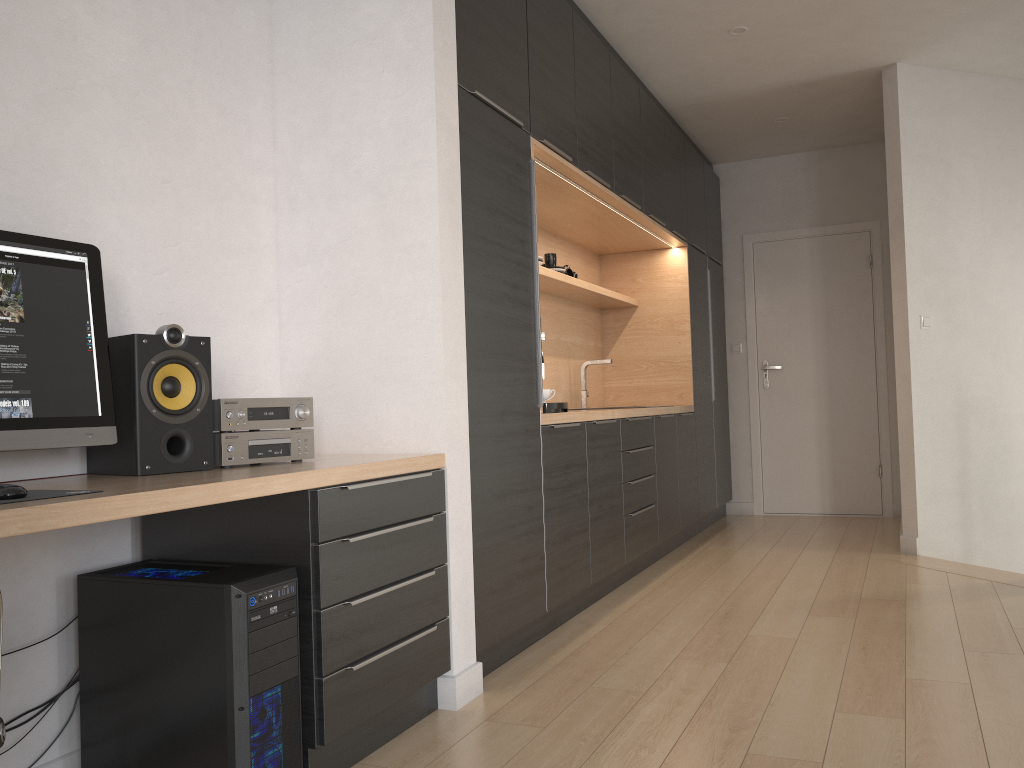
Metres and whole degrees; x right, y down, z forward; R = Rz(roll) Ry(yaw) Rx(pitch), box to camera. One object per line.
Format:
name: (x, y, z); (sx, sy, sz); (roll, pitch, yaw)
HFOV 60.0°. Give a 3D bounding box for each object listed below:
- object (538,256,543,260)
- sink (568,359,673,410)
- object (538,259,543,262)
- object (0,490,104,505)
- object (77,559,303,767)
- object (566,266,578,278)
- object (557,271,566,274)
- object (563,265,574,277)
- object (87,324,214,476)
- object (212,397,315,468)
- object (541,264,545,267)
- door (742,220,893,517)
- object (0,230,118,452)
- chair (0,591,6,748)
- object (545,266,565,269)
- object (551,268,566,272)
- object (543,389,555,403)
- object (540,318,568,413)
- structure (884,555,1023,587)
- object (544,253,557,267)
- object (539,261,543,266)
object: (0.081, -0.604, 4.350); (0.145, 0.025, 0.145); (-2, -2, 10)
sink: (0.623, 0.111, 5.204); (0.512, 0.518, 0.626); (-3, -2, 24)
object: (0.081, -0.590, 4.353); (0.145, 0.025, 0.145); (-2, -2, 10)
object: (-0.884, 0.199, 1.553); (0.200, 0.002, 0.250); (-3, -2, 24)
object: (-0.731, 0.693, 2.032); (0.474, 0.527, 0.215); (-3, -2, 24)
object: (0.320, -0.620, 4.990); (0.100, 0.093, 0.066); (-3, -2, 34)
object: (0.211, -0.575, 4.687); (0.145, 0.025, 0.145); (-3, -2, 37)
object: (0.288, -0.615, 4.936); (0.100, 0.093, 0.066); (-3, -2, 39)
object: (-0.888, 0.039, 2.176); (0.249, 0.354, 0.198); (-3, -2, 39)
object: (-0.725, 0.128, 2.387); (0.270, 0.174, 0.285); (-3, -2, 39)
object: (0.184, -0.604, 4.832); (0.084, 0.092, 0.066); (-3, -2, 30)
door: (2.242, -0.093, 6.550); (0.974, 2.136, 0.085); (-3, -2, 24)
object: (-1.131, -0.054, 1.739); (0.190, 0.535, 0.716); (-3, -2, 29)
chair: (-0.863, 0.434, 0.849); (0.664, 0.991, 0.699); (-2, -2, -15)
object: (0.210, -0.599, 4.688); (0.145, 0.025, 0.145); (-3, -2, 37)
object: (0.213, -0.587, 4.689); (0.145, 0.025, 0.145); (-3, -2, 37)
object: (0.113, 0.052, 3.572); (0.099, 0.057, 0.095); (-3, -2, 27)
object: (-0.005, -0.069, 3.814); (0.584, 0.398, 0.618); (-3, -2, 24)
structure: (4.076, 1.994, 3.238); (2.823, 4.339, 4.190); (-1, -2, -21)
object: (0.206, -0.641, 4.682); (0.066, 0.092, 0.084); (-2, -1, -7)
object: (0.082, -0.579, 4.350); (0.145, 0.025, 0.145); (-2, -2, 10)
